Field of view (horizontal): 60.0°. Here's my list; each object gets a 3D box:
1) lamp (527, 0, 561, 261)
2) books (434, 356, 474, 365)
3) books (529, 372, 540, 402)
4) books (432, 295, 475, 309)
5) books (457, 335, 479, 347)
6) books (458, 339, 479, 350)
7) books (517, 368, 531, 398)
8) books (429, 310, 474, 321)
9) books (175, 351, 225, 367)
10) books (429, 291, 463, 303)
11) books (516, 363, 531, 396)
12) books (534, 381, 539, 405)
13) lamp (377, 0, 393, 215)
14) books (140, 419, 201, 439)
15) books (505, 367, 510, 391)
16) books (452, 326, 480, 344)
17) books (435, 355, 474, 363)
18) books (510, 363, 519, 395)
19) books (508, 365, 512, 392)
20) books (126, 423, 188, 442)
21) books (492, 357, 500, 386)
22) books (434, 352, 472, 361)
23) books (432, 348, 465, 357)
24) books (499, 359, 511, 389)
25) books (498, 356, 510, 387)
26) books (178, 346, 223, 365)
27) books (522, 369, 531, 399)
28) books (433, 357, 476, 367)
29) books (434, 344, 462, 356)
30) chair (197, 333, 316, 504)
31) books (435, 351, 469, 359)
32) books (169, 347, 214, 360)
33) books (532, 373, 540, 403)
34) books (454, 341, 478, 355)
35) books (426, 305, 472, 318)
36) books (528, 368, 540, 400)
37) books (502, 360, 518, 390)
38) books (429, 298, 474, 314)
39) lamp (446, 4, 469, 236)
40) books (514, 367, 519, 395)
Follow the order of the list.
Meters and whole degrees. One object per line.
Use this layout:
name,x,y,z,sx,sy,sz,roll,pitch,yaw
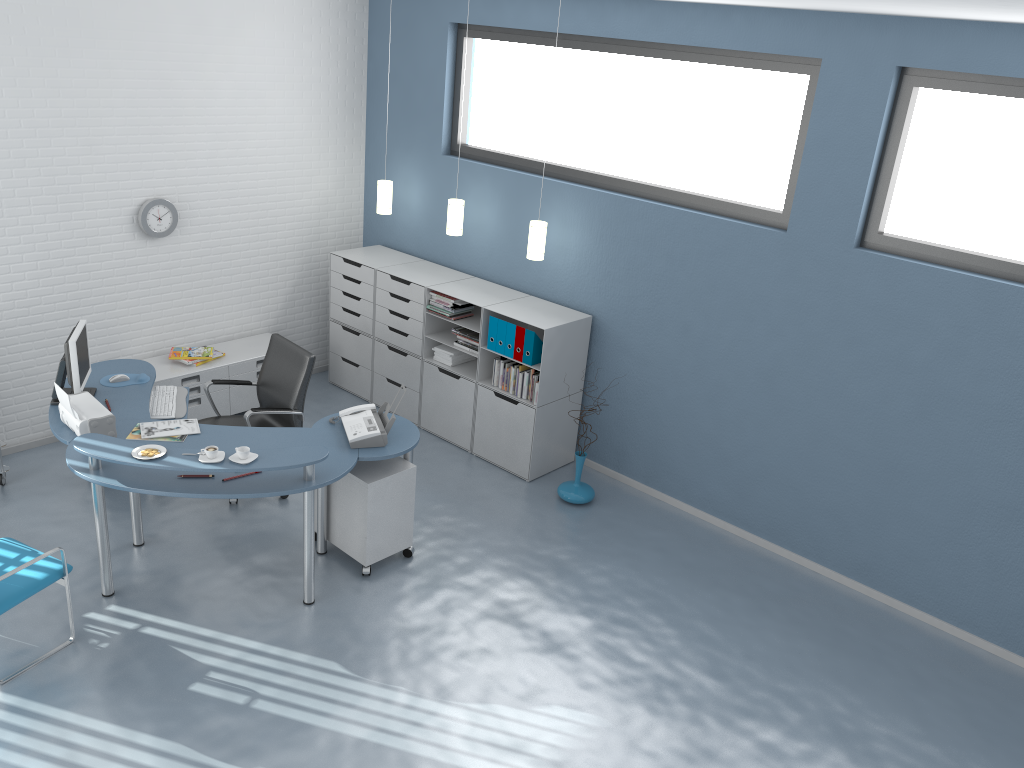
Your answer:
lamp,0.239,-1.697,5.830,0.120,1.786,0.120,5,22,-1
books,-0.436,-0.210,6.770,0.190,0.015,0.270,21,27,34
books,0.185,0.013,6.162,0.022,0.198,0.157,23,28,36
books,-0.425,-0.626,6.572,0.298,0.034,0.187,23,28,36
books,-0.245,-0.331,6.491,0.251,0.034,0.197,23,28,36
books,-0.243,-0.299,6.488,0.224,0.023,0.212,23,28,36
books,0.106,-0.010,6.217,0.032,0.184,0.173,23,28,36
books,-0.454,-0.532,6.613,0.265,0.019,0.209,23,28,36
books,-2.331,-0.205,6.628,0.210,0.020,0.300,15,24,22
books,-0.446,-0.656,6.564,0.258,0.024,0.212,23,28,36
books,0.094,-0.049,6.227,0.021,0.247,0.157,23,28,36
books,0.220,0.049,6.126,0.032,0.163,0.178,23,28,36
lamp,-0.948,-2.195,6.781,0.120,1.786,0.120,5,22,-1
books,-1.889,0.246,4.899,0.300,0.010,0.200,-5,24,-24
books,0.011,-0.048,6.305,0.021,0.172,0.157,23,28,36
books,-0.263,-0.368,6.476,0.283,0.041,0.224,23,28,36
books,-0.426,-0.222,6.762,0.190,0.015,0.270,24,28,38
books,0.055,-0.048,6.257,0.038,0.217,0.166,23,28,36
books,0.035,-0.050,6.290,0.032,0.193,0.146,23,28,36
books,-1.923,0.265,4.849,0.300,0.005,0.200,3,22,-5
books,-0.074,-0.098,6.369,0.040,0.203,0.157,23,28,36
books,-0.430,-0.235,6.753,0.190,0.015,0.270,23,28,36
books,-0.445,-0.267,6.748,0.190,0.015,0.270,23,28,36
books,-0.028,-0.076,6.332,0.022,0.198,0.157,23,28,36
books,-0.040,-0.101,6.349,0.032,0.229,0.138,23,28,36
books,-2.342,-0.214,6.596,0.210,0.020,0.300,20,26,32
books,0.139,-0.009,6.198,0.040,0.203,0.157,23,28,36
books,-0.438,-0.196,6.776,0.190,0.015,0.270,23,28,36
books,-0.430,-0.279,6.742,0.190,0.015,0.270,20,26,32
chair,-1.681,0.238,5.737,0.652,0.948,0.584,-15,30,-41
books,-0.424,-0.251,6.753,0.190,0.015,0.270,24,29,39
books,-2.371,-0.227,6.568,0.300,0.020,0.210,0,23,-14
books,0.205,0.019,6.145,0.032,0.203,0.157,23,28,36
books,-0.260,-0.278,6.511,0.265,0.034,0.212,23,28,36
books,-0.469,-0.557,6.602,0.240,0.034,0.234,23,28,36
books,0.173,-0.012,6.179,0.032,0.229,0.138,23,28,36
books,-0.007,-0.070,6.315,0.032,0.203,0.157,23,28,36
books,-0.449,-0.592,6.588,0.265,0.044,0.212,23,28,36
lamp,-0.355,-1.946,6.305,0.120,1.786,0.120,5,22,-1
books,0.079,-0.035,6.248,0.017,0.203,0.155,23,28,36
